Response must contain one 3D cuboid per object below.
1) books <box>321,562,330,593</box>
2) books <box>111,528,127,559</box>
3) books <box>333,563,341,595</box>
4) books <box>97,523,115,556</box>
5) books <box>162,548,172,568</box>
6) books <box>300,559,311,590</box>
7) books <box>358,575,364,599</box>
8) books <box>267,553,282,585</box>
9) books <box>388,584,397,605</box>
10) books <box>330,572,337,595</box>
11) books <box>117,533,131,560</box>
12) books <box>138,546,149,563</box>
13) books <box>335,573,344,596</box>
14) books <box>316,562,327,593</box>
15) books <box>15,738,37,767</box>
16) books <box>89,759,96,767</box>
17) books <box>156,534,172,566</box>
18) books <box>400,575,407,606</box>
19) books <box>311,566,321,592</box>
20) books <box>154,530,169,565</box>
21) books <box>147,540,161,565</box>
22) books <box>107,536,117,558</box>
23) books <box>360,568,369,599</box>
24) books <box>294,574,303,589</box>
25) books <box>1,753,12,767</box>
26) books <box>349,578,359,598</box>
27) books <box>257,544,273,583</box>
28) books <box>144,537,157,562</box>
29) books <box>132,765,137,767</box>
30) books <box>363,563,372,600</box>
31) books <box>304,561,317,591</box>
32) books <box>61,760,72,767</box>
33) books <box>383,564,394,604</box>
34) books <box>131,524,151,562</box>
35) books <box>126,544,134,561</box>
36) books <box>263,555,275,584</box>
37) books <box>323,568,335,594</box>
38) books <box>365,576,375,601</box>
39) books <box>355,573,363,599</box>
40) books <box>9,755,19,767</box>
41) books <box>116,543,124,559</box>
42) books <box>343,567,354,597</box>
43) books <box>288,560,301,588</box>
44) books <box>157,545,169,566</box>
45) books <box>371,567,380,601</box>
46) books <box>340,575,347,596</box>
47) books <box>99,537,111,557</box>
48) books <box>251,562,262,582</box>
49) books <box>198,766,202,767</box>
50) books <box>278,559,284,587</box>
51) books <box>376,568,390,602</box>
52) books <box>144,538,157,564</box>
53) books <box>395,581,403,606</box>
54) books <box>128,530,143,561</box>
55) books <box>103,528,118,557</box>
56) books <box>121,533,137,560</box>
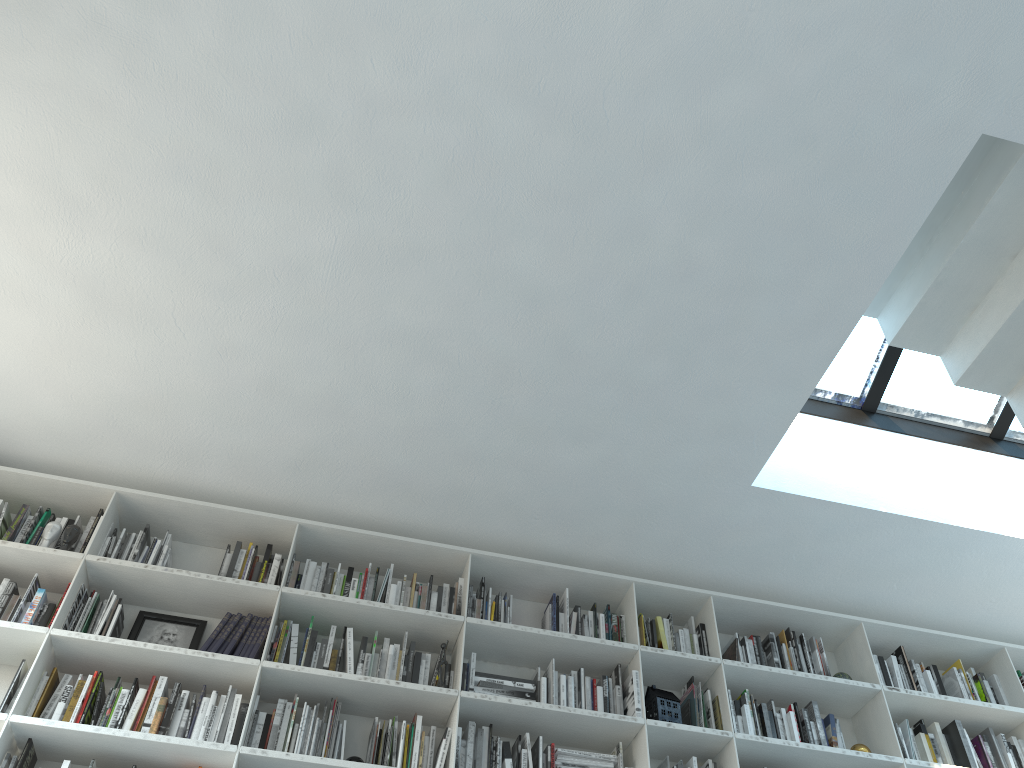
[{"bbox_3d":[-0.901,0.998,4.202,0.012,0.248,0.175,11,-48,-8],"label":"books"},{"bbox_3d":[-1.817,0.815,4.071,0.012,0.247,0.181,11,-48,-8],"label":"books"},{"bbox_3d":[-0.848,1.006,4.217,0.010,0.262,0.161,11,-48,-8],"label":"books"},{"bbox_3d":[-1.882,0.798,4.082,0.007,0.283,0.160,11,-48,-8],"label":"books"},{"bbox_3d":[-1.610,0.882,4.097,0.013,0.208,0.137,11,-48,-8],"label":"books"},{"bbox_3d":[-0.998,0.987,4.216,0.021,0.277,0.141,11,-48,-8],"label":"books"},{"bbox_3d":[-0.733,1.044,4.214,0.011,0.214,0.161,11,-48,-8],"label":"books"},{"bbox_3d":[-1.132,0.953,4.173,0.031,0.253,0.179,11,-48,-8],"label":"books"},{"bbox_3d":[-0.587,1.084,4.228,0.031,0.189,0.182,11,-48,-8],"label":"books"},{"bbox_3d":[-0.861,1.021,4.193,0.015,0.206,0.167,11,-48,-8],"label":"books"},{"bbox_3d":[-1.787,0.827,4.065,0.013,0.223,0.178,11,-48,-8],"label":"books"},{"bbox_3d":[-1.705,0.861,4.064,0.026,0.181,0.162,11,-48,-8],"label":"books"},{"bbox_3d":[-0.838,1.038,4.226,0.025,0.233,0.130,11,-48,-8],"label":"books"},{"bbox_3d":[-0.919,0.997,4.203,0.023,0.250,0.171,11,-48,-8],"label":"books"},{"bbox_3d":[-1.843,1.512,3.282,0.012,0.331,0.185,11,-48,-8],"label":"books"},{"bbox_3d":[-1.611,1.584,3.311,0.011,0.291,0.184,11,-48,-8],"label":"books"},{"bbox_3d":[-1.637,0.854,4.129,0.015,0.291,0.131,11,-48,-8],"label":"books"},{"bbox_3d":[-0.541,1.074,4.270,0.014,0.267,0.157,11,-48,-8],"label":"books"},{"bbox_3d":[-0.942,1.001,4.186,0.023,0.218,0.182,11,-48,-8],"label":"books"},{"bbox_3d":[-1.644,0.840,4.123,0.007,0.299,0.146,11,-48,-8],"label":"books"},{"bbox_3d":[-1.654,0.852,4.075,0.021,0.212,0.174,11,-48,-8],"label":"books"},{"bbox_3d":[-1.841,0.829,4.059,0.032,0.209,0.159,11,-48,-8],"label":"books"},{"bbox_3d":[-0.720,1.034,4.229,0.013,0.250,0.184,11,-48,-8],"label":"books"},{"bbox_3d":[-1.019,1.008,4.171,0.024,0.182,0.134,11,-48,-8],"label":"books"},{"bbox_3d":[-1.910,1.537,3.274,0.012,0.283,0.160,11,-48,-8],"label":"books"},{"bbox_3d":[-0.769,1.049,4.211,0.030,0.200,0.153,11,-48,-8],"label":"books"},{"bbox_3d":[-1.177,0.921,4.175,0.025,0.295,0.164,11,-48,-8],"label":"books"},{"bbox_3d":[-1.686,0.845,4.096,0.013,0.251,0.130,11,-48,-8],"label":"books"},{"bbox_3d":[-1.467,1.613,3.336,0.013,0.298,0.152,11,-48,-8],"label":"books"},{"bbox_3d":[-0.709,1.023,4.250,0.010,0.297,0.152,11,-48,-8],"label":"books"},{"bbox_3d":[-0.969,0.987,4.198,0.031,0.253,0.146,11,-48,-8],"label":"books"},{"bbox_3d":[-1.701,1.574,3.298,0.023,0.279,0.175,11,-48,-8],"label":"books"},{"bbox_3d":[-0.608,1.043,4.276,0.014,0.313,0.167,11,-48,-8],"label":"books"},{"bbox_3d":[-1.719,0.811,4.084,0.015,0.278,0.191,11,-48,-8],"label":"books"},{"bbox_3d":[-1.763,0.854,4.067,0.014,0.191,0.147,11,-48,-8],"label":"books"},{"bbox_3d":[-1.160,0.955,4.181,0.022,0.259,0.153,11,-48,-8],"label":"books"},{"bbox_3d":[-0.879,1.007,4.182,0.029,0.206,0.179,11,-48,-8],"label":"books"},{"bbox_3d":[-0.694,1.056,4.237,0.029,0.234,0.131,11,-48,-8],"label":"books"},{"bbox_3d":[-0.746,1.040,4.224,0.013,0.233,0.155,11,-48,-8],"label":"books"},{"bbox_3d":[-1.863,1.533,3.256,0.027,0.264,0.177,11,-48,-8],"label":"books"},{"bbox_3d":[-1.806,0.847,4.062,0.017,0.192,0.130,11,-48,-8],"label":"books"},{"bbox_3d":[-0.798,1.028,4.238,0.028,0.266,0.152,11,-48,-8],"label":"books"},{"bbox_3d":[-1.041,0.974,4.177,0.029,0.236,0.157,11,-48,-8],"label":"books"},{"bbox_3d":[-1.620,0.875,4.086,0.014,0.200,0.171,11,-48,-8],"label":"books"},{"bbox_3d":[-0.669,1.036,4.245,0.013,0.274,0.165,11,-48,-8],"label":"books"},{"bbox_3d":[-0.818,1.042,4.216,0.012,0.214,0.151,11,-48,-8],"label":"books"},{"bbox_3d":[-1.870,0.821,4.049,0.017,0.203,0.143,11,-48,-8],"label":"books"},{"bbox_3d":[-1.206,0.960,4.139,0.027,0.189,0.178,11,-48,-8],"label":"books"},{"bbox_3d":[-1.246,1.652,3.380,0.035,0.323,0.171,11,-48,-8],"label":"books"},{"bbox_3d":[-1.100,0.972,4.187,0.039,0.250,0.147,11,-48,-8],"label":"books"},{"bbox_3d":[-0.638,1.042,4.247,0.052,0.271,0.173,11,-48,-8],"label":"books"},{"bbox_3d":[-1.672,0.852,4.079,0.013,0.218,0.182,11,-48,-8],"label":"books"},{"bbox_3d":[-0.560,1.081,4.255,0.026,0.234,0.135,11,-48,-8],"label":"books"},{"bbox_3d":[-1.745,0.825,4.085,0.016,0.259,0.155,11,-48,-8],"label":"books"},{"bbox_3d":[-1.859,0.809,4.074,0.007,0.257,0.157,11,-48,-8],"label":"books"},{"bbox_3d":[-1.774,0.828,4.077,0.016,0.241,0.157,11,-48,-8],"label":"books"}]
